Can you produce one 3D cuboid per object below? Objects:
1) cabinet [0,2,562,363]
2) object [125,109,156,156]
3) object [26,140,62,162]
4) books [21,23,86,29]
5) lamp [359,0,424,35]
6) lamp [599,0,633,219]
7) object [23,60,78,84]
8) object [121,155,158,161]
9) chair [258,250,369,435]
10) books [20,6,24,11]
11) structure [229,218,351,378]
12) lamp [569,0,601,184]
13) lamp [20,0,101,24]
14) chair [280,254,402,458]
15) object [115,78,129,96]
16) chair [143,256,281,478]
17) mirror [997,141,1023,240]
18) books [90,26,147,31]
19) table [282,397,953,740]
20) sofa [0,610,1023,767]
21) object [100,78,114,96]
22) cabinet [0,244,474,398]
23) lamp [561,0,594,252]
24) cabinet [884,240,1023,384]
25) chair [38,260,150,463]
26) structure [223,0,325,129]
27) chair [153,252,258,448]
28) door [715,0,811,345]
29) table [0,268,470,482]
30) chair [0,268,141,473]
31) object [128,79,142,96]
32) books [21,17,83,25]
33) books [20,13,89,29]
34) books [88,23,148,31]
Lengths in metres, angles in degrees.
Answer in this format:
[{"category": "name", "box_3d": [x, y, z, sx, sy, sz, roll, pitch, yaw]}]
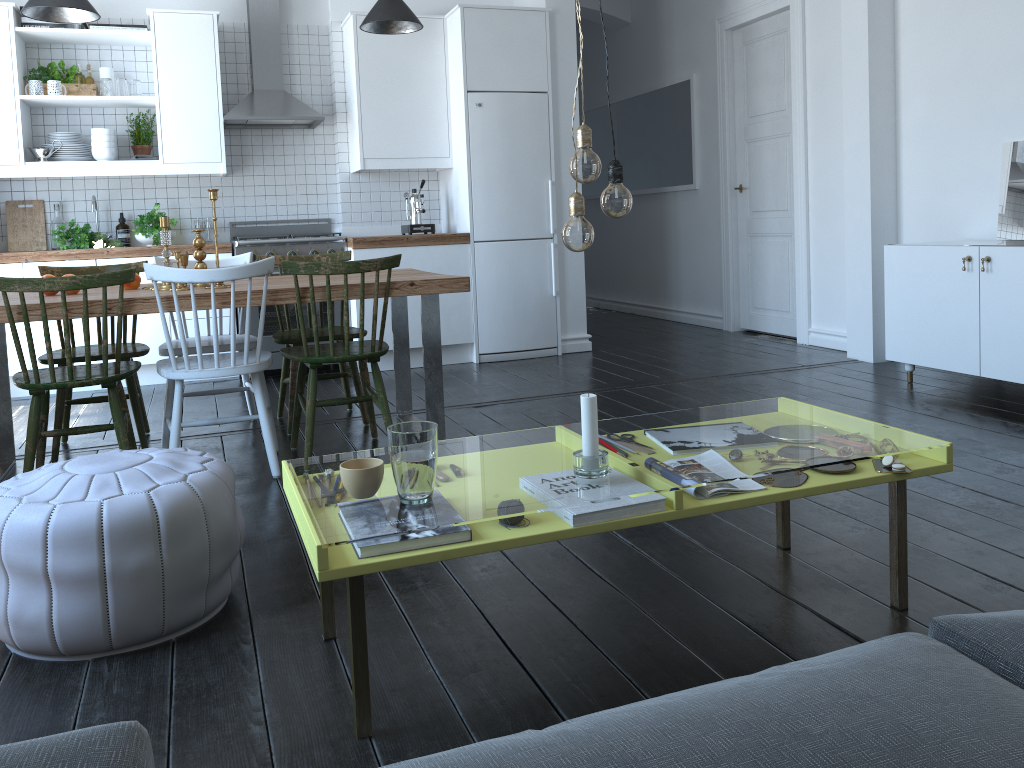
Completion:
[{"category": "cabinet", "box_3d": [-1.594, -1.258, 5.844, 3.798, 2.352, 0.785, -5, 5, -16]}, {"category": "object", "box_3d": [-2.446, -1.638, 5.829, 0.165, 0.363, 0.172, -1, 5, 17]}, {"category": "object", "box_3d": [-2.879, -1.433, 5.427, 0.210, 0.133, 0.103, -4, 6, -8]}, {"category": "books", "box_3d": [-2.879, -2.226, 5.567, 0.352, 0.043, 0.262, -6, 11, -18]}, {"category": "lamp", "box_3d": [-0.748, -2.618, 5.296, 0.385, 0.932, 0.389, -3, 5, -11]}, {"category": "lamp", "box_3d": [0.206, -1.123, 1.989, 0.086, 1.485, 0.075, 0, 4, 31]}, {"category": "object", "box_3d": [-2.944, -1.937, 5.607, 0.349, 0.252, 0.164, -7, 7, -29]}, {"category": "object", "box_3d": [-2.403, -1.457, 5.710, 0.247, 0.042, 0.279, -8, 11, -27]}, {"category": "chair", "box_3d": [-0.960, -0.230, 4.311, 0.469, 0.820, 0.489, -4, 6, -21]}, {"category": "books", "box_3d": [-2.894, -2.326, 5.554, 0.326, 0.037, 0.262, -6, 11, -18]}, {"category": "structure", "box_3d": [-1.499, -0.603, 5.946, 0.702, 1.010, 0.728, -4, 6, -20]}, {"category": "lamp", "box_3d": [0.138, -1.199, 1.972, 0.074, 1.485, 0.075, -1, 4, 27]}, {"category": "lamp", "box_3d": [-3.506, -1.576, 4.393, 2.708, 2.489, 0.495, -5, 5, -20]}, {"category": "chair", "box_3d": [-0.705, -0.113, 3.612, 0.469, 0.820, 0.489, -4, 6, -21]}, {"category": "object", "box_3d": [-2.469, -1.871, 5.565, 0.086, 0.118, 0.087, -2, 6, 3]}, {"category": "chair", "box_3d": [-1.145, -0.066, 3.413, 0.467, 0.835, 0.514, -4, 6, -20]}, {"category": "mirror", "box_3d": [2.667, -0.949, 4.266, 0.054, 0.497, 0.703, -4, 8, -20]}, {"category": "books", "box_3d": [-2.531, -2.260, 5.688, 0.351, 0.037, 0.264, -6, 11, -20]}, {"category": "table", "box_3d": [0.232, 0.353, 2.019, 1.405, 0.396, 0.606, -6, 9, -20]}, {"category": "sofa", "box_3d": [0.731, 0.408, 0.712, 2.380, 0.716, 1.095, -6, 9, -20]}, {"category": "object", "box_3d": [-2.554, -1.864, 5.550, 0.086, 0.118, 0.087, -2, 6, 3]}, {"category": "cabinet", "box_3d": [-1.871, -0.461, 5.811, 3.187, 0.808, 0.737, -4, 7, -12]}, {"category": "lamp", "box_3d": [0.119, -1.039, 1.947, 0.074, 1.485, 0.089, -2, 4, 4]}, {"category": "cabinet", "box_3d": [2.427, -0.307, 4.209, 0.591, 0.727, 1.213, -5, 9, -19]}, {"category": "chair", "box_3d": [-1.866, -0.128, 3.961, 0.469, 0.820, 0.489, -4, 6, -21]}, {"category": "structure", "box_3d": [-1.648, -2.397, 5.906, 0.635, 1.293, 0.532, -4, 5, -20]}, {"category": "chair", "box_3d": [-1.427, -0.191, 4.159, 0.467, 0.835, 0.514, -4, 6, -20]}, {"category": "door", "box_3d": [1.878, -1.580, 6.536, 0.116, 2.454, 1.049, -4, 5, -20]}, {"category": "table", "box_3d": [-1.376, -0.055, 3.747, 2.233, 0.710, 1.028, -6, 9, -20]}, {"category": "chair", "box_3d": [-1.612, -0.011, 3.262, 0.469, 0.820, 0.489, -4, 6, -21]}, {"category": "object", "box_3d": [-2.415, -1.887, 5.642, 0.086, 0.118, 0.087, 2, 8, 39]}, {"category": "books", "box_3d": [-2.888, -2.261, 5.552, 0.329, 0.030, 0.262, -6, 11, -22]}, {"category": "books", "box_3d": [-2.882, -2.294, 5.565, 0.352, 0.030, 0.290, -6, 11, -20]}, {"category": "books", "box_3d": [-2.536, -2.288, 5.695, 0.342, 0.015, 0.278, -6, 11, -18]}]
